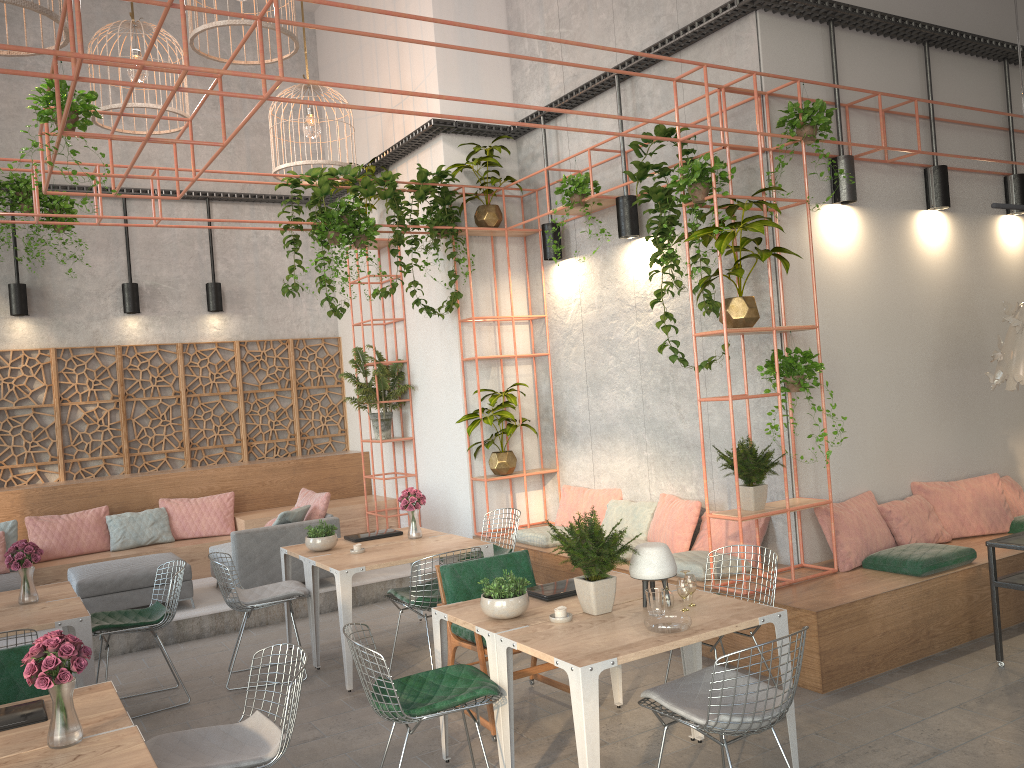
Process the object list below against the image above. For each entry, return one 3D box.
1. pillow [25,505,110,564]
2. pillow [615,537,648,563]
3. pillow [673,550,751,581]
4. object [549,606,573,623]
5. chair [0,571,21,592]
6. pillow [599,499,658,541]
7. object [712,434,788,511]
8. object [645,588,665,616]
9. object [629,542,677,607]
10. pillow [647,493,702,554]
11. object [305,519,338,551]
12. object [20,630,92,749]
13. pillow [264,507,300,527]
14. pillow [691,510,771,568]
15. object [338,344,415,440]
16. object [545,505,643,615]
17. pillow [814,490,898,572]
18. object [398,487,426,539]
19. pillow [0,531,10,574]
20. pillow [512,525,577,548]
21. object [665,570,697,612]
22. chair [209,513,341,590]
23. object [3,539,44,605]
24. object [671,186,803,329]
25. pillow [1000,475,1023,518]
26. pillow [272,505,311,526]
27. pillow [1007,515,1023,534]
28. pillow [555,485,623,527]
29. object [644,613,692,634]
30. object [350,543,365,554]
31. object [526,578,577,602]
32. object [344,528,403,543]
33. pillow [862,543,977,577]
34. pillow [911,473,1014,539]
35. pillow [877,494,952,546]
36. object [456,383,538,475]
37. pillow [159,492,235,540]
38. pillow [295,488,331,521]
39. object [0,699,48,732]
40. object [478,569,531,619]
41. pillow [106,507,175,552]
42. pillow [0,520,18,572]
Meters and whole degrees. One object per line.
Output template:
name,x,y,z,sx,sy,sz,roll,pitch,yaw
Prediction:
pillow,-4.667,1.585,9.394,0.839,0.474,0.276,-4,0,-41
pillow,0.889,1.413,7.590,0.491,0.149,0.637,-4,0,-30
pillow,1.410,1.370,6.718,0.491,0.149,0.637,-4,0,-30
object,0.238,1.119,4.334,0.115,0.078,0.115,-4,0,-25
chair,-4.875,1.817,7.824,1.127,0.586,1.056,-4,0,-31
pillow,1.051,1.263,8.082,0.289,0.385,0.666,-4,0,-36
object,1.639,0.613,6.163,0.368,0.527,0.438,-4,0,-31
object,0.696,1.055,4.287,0.095,0.119,0.095,-4,0,-7
object,0.718,0.970,4.501,0.241,0.313,0.241,-4,0,14
pillow,1.356,1.190,7.523,0.276,0.474,0.839,-4,0,-11
object,-1.487,1.171,6.903,0.254,0.247,0.248,-4,0,-31
object,-1.638,1.099,3.206,0.225,0.414,0.213,-4,0,-39
pillow,-2.388,1.427,9.117,0.479,0.317,0.441,-5,0,40
pillow,1.708,1.209,6.982,0.289,0.385,0.666,-4,0,-36
object,-1.549,0.090,10.243,0.900,1.097,0.894,-4,0,-2
object,0.390,0.877,4.436,0.368,0.527,0.438,-4,0,-31
pillow,2.602,1.094,6.671,0.839,0.474,0.276,-4,0,-41
object,-0.798,1.035,7.129,0.225,0.414,0.213,-4,0,-39
pillow,-4.973,1.585,8.087,0.666,0.385,0.289,-4,0,-31
pillow,0.351,1.457,8.489,0.491,0.149,0.637,-4,0,-30
object,0.861,1.030,4.427,0.210,0.154,0.165,-4,0,-41
chair,-2.373,1.673,8.853,1.052,0.672,1.127,-4,0,-31
object,-3.142,1.209,5.719,0.225,0.414,0.213,-4,0,-39
object,1.510,-0.849,6.037,0.903,0.947,0.934,-4,0,21
pillow,4.262,1.016,7.643,0.666,0.385,0.289,-4,0,-36
pillow,-2.205,1.392,8.702,0.308,0.349,0.495,-4,0,19
pillow,4.405,1.143,7.254,0.637,0.149,0.491,-4,0,-30
pillow,0.736,1.241,8.644,0.276,0.474,0.839,-4,0,-41
object,0.711,1.093,4.045,0.218,0.041,0.218,-4,0,-23
object,-1.164,1.234,6.679,0.115,0.078,0.115,-4,0,-25
object,0.299,1.136,4.931,0.427,0.031,0.268,-4,0,-31
object,-1.148,1.254,7.352,0.427,0.031,0.268,-4,0,-31
pillow,2.925,1.253,6.363,0.637,0.149,0.491,-4,0,-30
pillow,3.719,1.010,7.293,0.839,0.474,0.276,-4,0,-11
pillow,3.166,1.098,6.983,0.666,0.385,0.289,-4,0,-36
object,-0.167,0.465,9.040,0.903,0.919,0.934,-4,0,31
pillow,-3.572,1.504,10.053,0.839,0.474,0.276,-4,0,-11
pillow,-2.103,1.340,9.153,0.273,0.476,0.836,-4,0,-31
object,-2.071,1.337,3.484,0.427,0.031,0.268,-4,0,-31
object,-0.039,1.053,4.482,0.254,0.247,0.248,-4,0,-31
pillow,-4.078,1.588,9.722,0.666,0.385,0.289,-4,0,-36
pillow,-5.040,1.559,8.223,0.839,0.474,0.276,-4,0,-31
